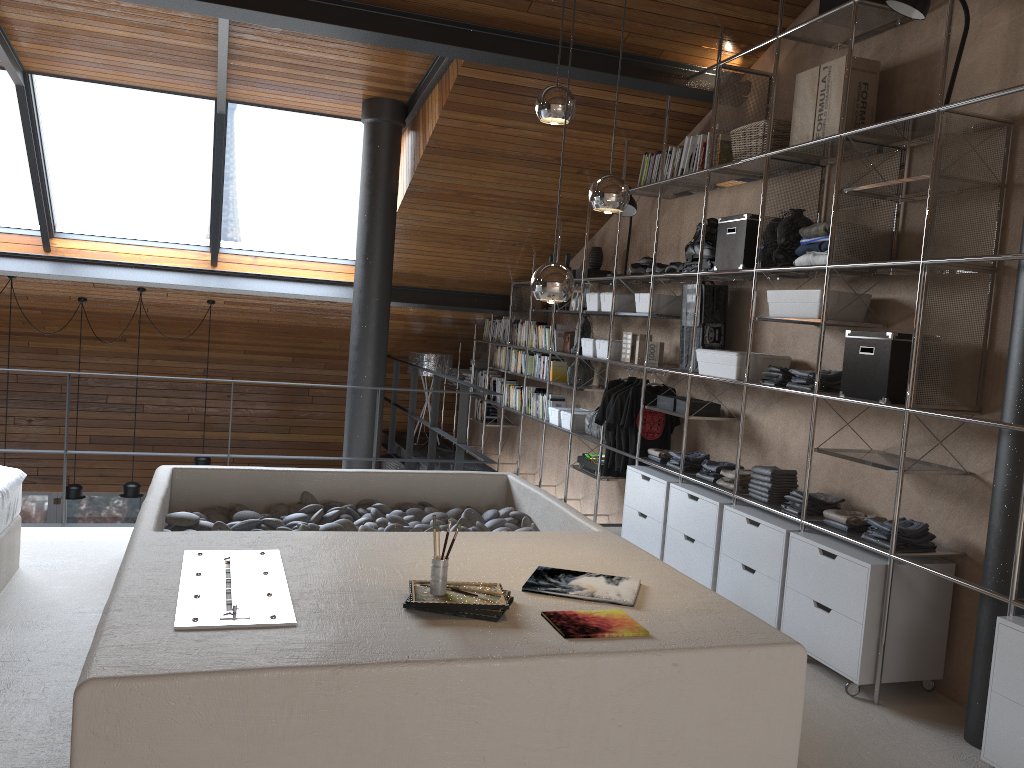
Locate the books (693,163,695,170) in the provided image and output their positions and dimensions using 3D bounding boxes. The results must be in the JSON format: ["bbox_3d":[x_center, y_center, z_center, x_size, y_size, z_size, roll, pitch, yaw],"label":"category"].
[{"bbox_3d":[1.156,-1.337,5.284,0.137,0.197,0.063,3,4,-19],"label":"books"}]

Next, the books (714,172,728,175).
[{"bbox_3d":[1.206,-1.319,5.110,0.148,0.206,0.018,3,4,-19],"label":"books"}]

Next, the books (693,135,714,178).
[{"bbox_3d":[1.157,-1.346,5.257,0.148,0.233,0.053,3,4,-19],"label":"books"}]

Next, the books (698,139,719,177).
[{"bbox_3d":[1.175,-1.325,5.212,0.143,0.199,0.054,3,4,-19],"label":"books"}]

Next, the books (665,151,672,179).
[{"bbox_3d":[1.043,-1.359,5.575,0.138,0.189,0.065,3,4,-19],"label":"books"}]

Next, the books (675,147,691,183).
[{"bbox_3d":[1.079,-1.353,5.478,0.123,0.201,0.071,3,4,-19],"label":"books"}]

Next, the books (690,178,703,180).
[{"bbox_3d":[1.134,-1.347,5.362,0.170,0.214,0.065,3,4,-18],"label":"books"}]

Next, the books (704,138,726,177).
[{"bbox_3d":[1.198,-1.325,5.183,0.148,0.206,0.014,3,4,-19],"label":"books"}]

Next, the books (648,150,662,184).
[{"bbox_3d":[0.978,-1.400,5.806,0.143,0.233,0.081,3,4,-19],"label":"books"}]

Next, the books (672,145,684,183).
[{"bbox_3d":[1.069,-1.363,5.504,0.133,0.215,0.070,3,4,-18],"label":"books"}]

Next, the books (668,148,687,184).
[{"bbox_3d":[1.055,-1.361,5.546,0.131,0.202,0.068,3,4,-19],"label":"books"}]

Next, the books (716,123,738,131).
[{"bbox_3d":[1.226,-1.347,5.083,0.143,0.268,0.020,3,4,-19],"label":"books"}]

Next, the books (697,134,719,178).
[{"bbox_3d":[1.169,-1.345,5.237,0.148,0.234,0.033,3,4,-19],"label":"books"}]

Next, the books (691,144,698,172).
[{"bbox_3d":[1.143,-1.330,5.295,0.131,0.178,0.057,3,4,-19],"label":"books"}]

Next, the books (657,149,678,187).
[{"bbox_3d":[1.022,-1.380,5.678,0.161,0.220,0.074,3,4,-19],"label":"books"}]

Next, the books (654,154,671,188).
[{"bbox_3d":[0.991,-1.375,5.723,0.127,0.197,0.063,3,4,-19],"label":"books"}]

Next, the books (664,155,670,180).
[{"bbox_3d":[1.025,-1.351,5.587,0.112,0.173,0.054,3,4,-19],"label":"books"}]

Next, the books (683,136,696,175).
[{"bbox_3d":[1.118,-1.359,5.327,0.148,0.229,0.073,3,4,-19],"label":"books"}]

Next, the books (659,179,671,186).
[{"bbox_3d":[1.002,-1.358,5.654,0.112,0.173,0.054,3,4,-19],"label":"books"}]

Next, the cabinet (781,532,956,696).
[{"bbox_3d":[1.520,0.982,3.843,0.435,0.561,0.527,3,4,-18],"label":"cabinet"}]

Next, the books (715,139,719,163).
[{"bbox_3d":[1.222,-1.302,5.057,0.131,0.181,0.014,3,4,-19],"label":"books"}]

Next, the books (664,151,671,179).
[{"bbox_3d":[1.021,-1.362,5.590,0.111,0.194,0.059,3,4,-19],"label":"books"}]

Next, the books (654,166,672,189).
[{"bbox_3d":[0.991,-1.377,5.758,0.139,0.199,0.074,3,4,-19],"label":"books"}]

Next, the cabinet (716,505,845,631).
[{"bbox_3d":[1.348,0.931,4.371,0.435,0.561,0.527,3,4,-18],"label":"cabinet"}]

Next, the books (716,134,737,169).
[{"bbox_3d":[1.231,-1.311,5.041,0.129,0.203,0.021,3,4,-19],"label":"books"}]

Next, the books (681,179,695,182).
[{"bbox_3d":[1.107,-1.346,5.433,0.137,0.197,0.063,3,4,-19],"label":"books"}]

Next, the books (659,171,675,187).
[{"bbox_3d":[1.005,-1.361,5.665,0.117,0.180,0.059,3,4,-19],"label":"books"}]

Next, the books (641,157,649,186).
[{"bbox_3d":[0.948,-1.400,5.914,0.149,0.202,0.067,3,4,-19],"label":"books"}]

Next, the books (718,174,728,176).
[{"bbox_3d":[1.212,-1.326,5.159,0.136,0.213,0.014,3,4,-19],"label":"books"}]

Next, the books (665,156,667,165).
[{"bbox_3d":[1.006,-1.354,5.628,0.111,0.171,0.056,3,4,-19],"label":"books"}]

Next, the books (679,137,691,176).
[{"bbox_3d":[1.103,-1.364,5.371,0.148,0.229,0.073,3,4,-19],"label":"books"}]

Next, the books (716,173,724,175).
[{"bbox_3d":[1.208,-1.334,5.134,0.129,0.231,0.010,3,4,-19],"label":"books"}]

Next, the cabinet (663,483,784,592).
[{"bbox_3d":[1.170,0.879,4.913,0.435,0.561,0.527,3,4,-18],"label":"cabinet"}]

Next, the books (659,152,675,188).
[{"bbox_3d":[1.012,-1.384,5.748,0.177,0.214,0.064,3,4,-18],"label":"books"}]

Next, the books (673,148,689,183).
[{"bbox_3d":[1.074,-1.350,5.495,0.126,0.194,0.064,3,4,-19],"label":"books"}]

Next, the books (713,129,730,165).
[{"bbox_3d":[1.212,-1.329,5.064,0.129,0.231,0.010,3,4,-19],"label":"books"}]

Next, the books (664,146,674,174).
[{"bbox_3d":[1.026,-1.378,5.601,0.122,0.227,0.076,3,4,-19],"label":"books"}]

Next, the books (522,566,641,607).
[{"bbox_3d":[0.228,0.646,2.845,0.347,0.019,0.260,5,4,13],"label":"books"}]

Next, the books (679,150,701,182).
[{"bbox_3d":[1.110,-1.351,5.411,0.155,0.212,0.073,3,4,-19],"label":"books"}]

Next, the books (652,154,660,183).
[{"bbox_3d":[0.981,-1.376,5.731,0.127,0.197,0.063,3,4,-19],"label":"books"}]

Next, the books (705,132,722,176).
[{"bbox_3d":[1.198,-1.338,5.168,0.148,0.234,0.013,3,4,-19],"label":"books"}]

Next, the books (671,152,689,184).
[{"bbox_3d":[1.065,-1.354,5.536,0.120,0.186,0.064,3,4,-19],"label":"books"}]

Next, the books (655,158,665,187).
[{"bbox_3d":[0.988,-1.360,5.714,0.119,0.169,0.058,3,4,-19],"label":"books"}]

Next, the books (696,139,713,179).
[{"bbox_3d":[1.160,-1.354,5.300,0.148,0.229,0.073,3,4,-19],"label":"books"}]

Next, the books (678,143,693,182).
[{"bbox_3d":[1.092,-1.357,5.440,0.117,0.218,0.073,3,4,-19],"label":"books"}]

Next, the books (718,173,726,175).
[{"bbox_3d":[1.195,-1.320,5.120,0.130,0.208,0.010,3,4,-19],"label":"books"}]

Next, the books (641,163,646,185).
[{"bbox_3d":[0.936,-1.390,5.927,0.131,0.178,0.057,3,4,-19],"label":"books"}]

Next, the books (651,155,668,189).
[{"bbox_3d":[0.978,-1.379,5.773,0.127,0.197,0.063,3,4,-19],"label":"books"}]

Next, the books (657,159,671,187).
[{"bbox_3d":[1.005,-1.374,5.695,0.125,0.204,0.072,3,4,-19],"label":"books"}]

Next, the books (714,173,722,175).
[{"bbox_3d":[1.198,-1.307,5.144,0.128,0.176,0.009,3,4,-19],"label":"books"}]

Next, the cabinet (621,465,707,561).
[{"bbox_3d":[0.992,0.828,5.440,0.435,0.561,0.527,3,4,-18],"label":"cabinet"}]

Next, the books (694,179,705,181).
[{"bbox_3d":[1.130,-1.348,5.372,0.164,0.214,0.066,3,4,-18],"label":"books"}]

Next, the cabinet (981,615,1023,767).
[{"bbox_3d":[1.872,1.084,2.779,0.435,0.561,0.527,3,4,-18],"label":"cabinet"}]

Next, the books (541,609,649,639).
[{"bbox_3d":[0.230,0.672,2.487,0.251,0.013,0.188,3,4,-18],"label":"books"}]
